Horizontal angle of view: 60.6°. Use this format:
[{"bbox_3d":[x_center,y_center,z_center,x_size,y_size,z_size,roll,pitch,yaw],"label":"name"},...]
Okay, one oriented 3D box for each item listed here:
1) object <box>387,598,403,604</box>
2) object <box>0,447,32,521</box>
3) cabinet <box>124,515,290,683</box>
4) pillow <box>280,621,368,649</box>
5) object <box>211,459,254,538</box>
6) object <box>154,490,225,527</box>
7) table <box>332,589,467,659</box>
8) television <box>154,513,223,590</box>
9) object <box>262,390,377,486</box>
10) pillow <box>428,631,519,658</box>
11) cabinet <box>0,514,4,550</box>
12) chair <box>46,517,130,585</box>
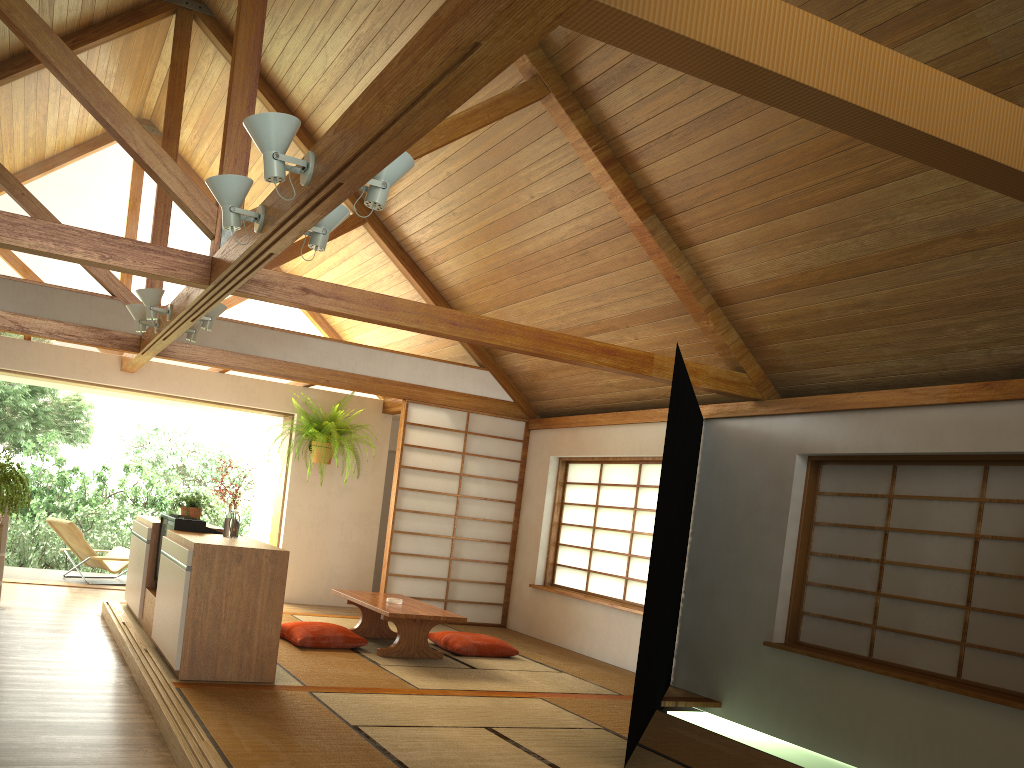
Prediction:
[{"bbox_3d":[-0.879,1.623,6.552,0.127,0.030,0.113,1,-10,37],"label":"object"},{"bbox_3d":[-2.479,0.463,4.104,0.451,0.350,0.501,7,-5,-2],"label":"object"},{"bbox_3d":[-2.193,1.360,5.980,0.531,0.734,2.796,8,-8,-28],"label":"cabinet"},{"bbox_3d":[-1.405,1.818,6.387,0.529,0.148,0.596,12,-9,-32],"label":"pillow"},{"bbox_3d":[-1.761,0.707,5.447,0.228,0.500,0.234,7,-1,-20],"label":"object"},{"bbox_3d":[-2.589,1.019,6.962,0.519,0.375,0.552,4,-6,24],"label":"object"},{"bbox_3d":[-0.898,1.810,6.581,0.574,0.334,1.269,10,-9,-27],"label":"table"},{"bbox_3d":[-2.146,1.191,5.989,0.468,0.538,0.674,8,-5,-27],"label":"television"},{"bbox_3d":[-1.885,0.582,9.040,1.211,1.126,1.117,9,-4,-33],"label":"object"},{"bbox_3d":[-0.321,2.028,6.859,0.532,0.131,0.593,11,-9,-27],"label":"pillow"},{"bbox_3d":[-3.708,0.860,3.695,2.663,0.879,0.882,10,-5,-24],"label":"cabinet"},{"bbox_3d":[-4.244,1.769,9.218,0.851,0.625,1.172,3,-8,38],"label":"chair"}]
